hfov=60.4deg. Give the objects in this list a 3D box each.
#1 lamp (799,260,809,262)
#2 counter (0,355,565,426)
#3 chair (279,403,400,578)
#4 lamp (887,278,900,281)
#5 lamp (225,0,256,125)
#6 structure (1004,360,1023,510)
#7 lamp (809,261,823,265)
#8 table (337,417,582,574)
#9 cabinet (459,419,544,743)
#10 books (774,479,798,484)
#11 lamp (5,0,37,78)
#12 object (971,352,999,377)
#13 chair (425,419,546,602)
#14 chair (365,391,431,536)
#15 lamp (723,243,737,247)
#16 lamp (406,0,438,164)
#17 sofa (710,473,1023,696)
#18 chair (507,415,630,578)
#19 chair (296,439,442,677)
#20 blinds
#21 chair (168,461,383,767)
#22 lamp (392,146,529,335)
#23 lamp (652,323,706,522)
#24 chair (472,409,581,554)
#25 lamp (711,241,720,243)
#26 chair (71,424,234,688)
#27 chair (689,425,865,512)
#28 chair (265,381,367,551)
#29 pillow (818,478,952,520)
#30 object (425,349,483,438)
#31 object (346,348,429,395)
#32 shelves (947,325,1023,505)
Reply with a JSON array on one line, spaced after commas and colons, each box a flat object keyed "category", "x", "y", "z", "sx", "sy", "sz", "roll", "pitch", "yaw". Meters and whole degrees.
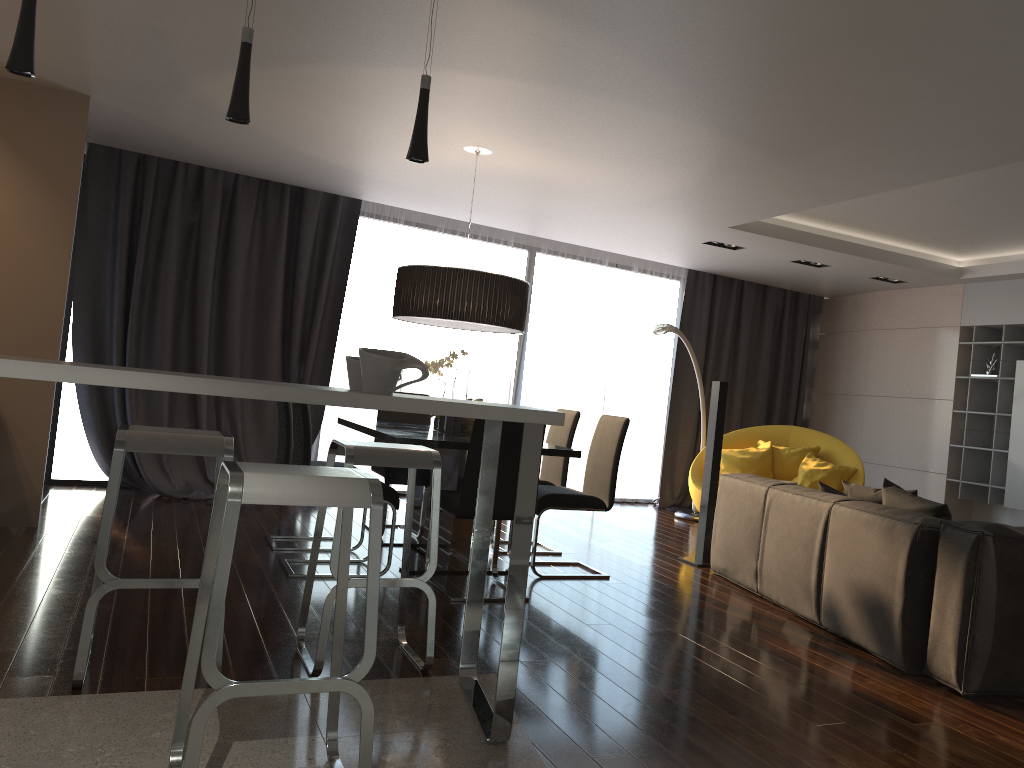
[{"category": "lamp", "x": 2.663, "y": -1.157, "z": 8.037, "sx": 0.179, "sy": 0.077, "sz": 0.175, "roll": 6, "pitch": -1, "yaw": -5}, {"category": "counter", "x": -0.496, "y": 0.023, "z": 0.864, "sx": 2.806, "sy": 0.041, "sz": 3.861, "roll": 6, "pitch": -1, "yaw": -23}, {"category": "chair", "x": -0.927, "y": 0.514, "z": 4.731, "sx": 0.596, "sy": 0.965, "sz": 0.409, "roll": 7, "pitch": -2, "yaw": -25}, {"category": "lamp", "x": 3.734, "y": -1.041, "z": 8.560, "sx": 0.181, "sy": 0.077, "sz": 0.172, "roll": 6, "pitch": -1, "yaw": -12}, {"category": "lamp", "x": -0.649, "y": -1.084, "z": 2.238, "sx": 0.060, "sy": 0.846, "sz": 0.055, "roll": 7, "pitch": -2, "yaw": -24}, {"category": "structure", "x": 4.956, "y": 0.728, "z": 6.431, "sx": 0.500, "sy": 1.767, "sz": 2.765, "roll": 7, "pitch": -1, "yaw": -22}, {"category": "lamp", "x": 2.831, "y": -1.139, "z": 8.120, "sx": 0.181, "sy": 0.077, "sz": 0.172, "roll": 6, "pitch": -1, "yaw": -12}, {"category": "table", "x": -0.425, "y": 0.675, "z": 5.358, "sx": 1.084, "sy": 0.760, "sz": 1.535, "roll": 6, "pitch": -1, "yaw": -23}, {"category": "cabinet", "x": -0.165, "y": -0.199, "z": 2.556, "sx": 4.636, "sy": 2.502, "sz": 6.630, "roll": 6, "pitch": -1, "yaw": -23}, {"category": "books", "x": 1.949, "y": 0.713, "z": 6.401, "sx": 0.194, "sy": 0.022, "sz": 0.163, "roll": 5, "pitch": -1, "yaw": 42}, {"category": "lamp", "x": -1.081, "y": -1.131, "z": 2.027, "sx": 0.060, "sy": 0.846, "sz": 0.055, "roll": 7, "pitch": -2, "yaw": -24}, {"category": "object", "x": 4.410, "y": -0.166, "z": 8.020, "sx": 0.296, "sy": 0.227, "sz": 0.272, "roll": 6, "pitch": -1, "yaw": -24}, {"category": "chair", "x": -0.137, "y": 0.595, "z": 4.602, "sx": 0.446, "sy": 0.965, "sz": 0.548, "roll": 7, "pitch": -2, "yaw": -24}, {"category": "chair", "x": -0.725, "y": 0.548, "z": 6.125, "sx": 0.446, "sy": 0.965, "sz": 0.548, "roll": 7, "pitch": -2, "yaw": -24}, {"category": "lamp", "x": 1.930, "y": -1.236, "z": 7.680, "sx": 0.181, "sy": 0.077, "sz": 0.172, "roll": 6, "pitch": -1, "yaw": -12}, {"category": "lamp", "x": -0.218, "y": -1.037, "z": 2.448, "sx": 0.060, "sy": 0.846, "sz": 0.055, "roll": 7, "pitch": -2, "yaw": -24}, {"category": "sofa", "x": 2.864, "y": 1.039, "z": 5.039, "sx": 2.813, "sy": 0.704, "sz": 2.415, "roll": 6, "pitch": -1, "yaw": -14}, {"category": "chair", "x": 0.344, "y": 0.652, "z": 5.351, "sx": 0.596, "sy": 0.965, "sz": 0.409, "roll": 7, "pitch": -2, "yaw": -25}, {"category": "chair", "x": -0.515, "y": 0.626, "z": 3.274, "sx": 0.438, "sy": 0.801, "sz": 0.412, "roll": 7, "pitch": -2, "yaw": -24}, {"category": "blinds", "x": 0.120, "y": -0.303, "z": 8.425, "sx": 7.869, "sy": 2.895, "sz": 0.711, "roll": 6, "pitch": -2, "yaw": -32}, {"category": "chair", "x": -0.566, "y": 0.610, "z": 2.165, "sx": 0.438, "sy": 0.801, "sz": 0.412, "roll": 7, "pitch": -2, "yaw": -24}, {"category": "lamp", "x": -0.266, "y": -0.899, "z": 5.389, "sx": 0.808, "sy": 1.103, "sz": 0.800, "roll": 6, "pitch": -1, "yaw": 0}, {"category": "lamp", "x": 2.556, "y": 0.508, "z": 9.163, "sx": 4.468, "sy": 1.780, "sz": 0.550, "roll": 7, "pitch": -2, "yaw": -45}, {"category": "chair", "x": 0.093, "y": 0.632, "z": 5.974, "sx": 0.596, "sy": 0.965, "sz": 0.409, "roll": 7, "pitch": -2, "yaw": -25}, {"category": "lamp", "x": 1.761, "y": -1.255, "z": 7.598, "sx": 0.185, "sy": 0.077, "sz": 0.168, "roll": 6, "pitch": -1, "yaw": -29}, {"category": "chair", "x": -1.173, "y": 0.555, "z": 2.953, "sx": 0.438, "sy": 0.801, "sz": 0.412, "roll": 7, "pitch": -2, "yaw": -24}, {"category": "chair", "x": 2.331, "y": 0.860, "z": 7.767, "sx": 1.446, "sy": 1.006, "sz": 1.190, "roll": 5, "pitch": -1, "yaw": 32}, {"category": "chair", "x": -1.178, "y": 0.494, "z": 5.355, "sx": 0.596, "sy": 0.965, "sz": 0.409, "roll": 7, "pitch": -2, "yaw": -25}, {"category": "pillow", "x": 2.536, "y": 0.746, "z": 4.460, "sx": 2.012, "sy": 0.431, "sz": 1.101, "roll": 6, "pitch": -1, "yaw": 27}, {"category": "object", "x": -0.387, "y": 0.043, "z": 5.262, "sx": 0.324, "sy": 0.501, "sz": 0.548, "roll": 7, "pitch": -1, "yaw": -27}, {"category": "object", "x": -0.396, "y": -0.037, "z": 2.678, "sx": 0.196, "sy": 0.133, "sz": 0.420, "roll": 6, "pitch": -1, "yaw": -22}, {"category": "shelves", "x": 4.645, "y": 0.300, "z": 7.463, "sx": 0.395, "sy": 1.601, "sz": 1.842, "roll": 7, "pitch": -1, "yaw": -22}]
